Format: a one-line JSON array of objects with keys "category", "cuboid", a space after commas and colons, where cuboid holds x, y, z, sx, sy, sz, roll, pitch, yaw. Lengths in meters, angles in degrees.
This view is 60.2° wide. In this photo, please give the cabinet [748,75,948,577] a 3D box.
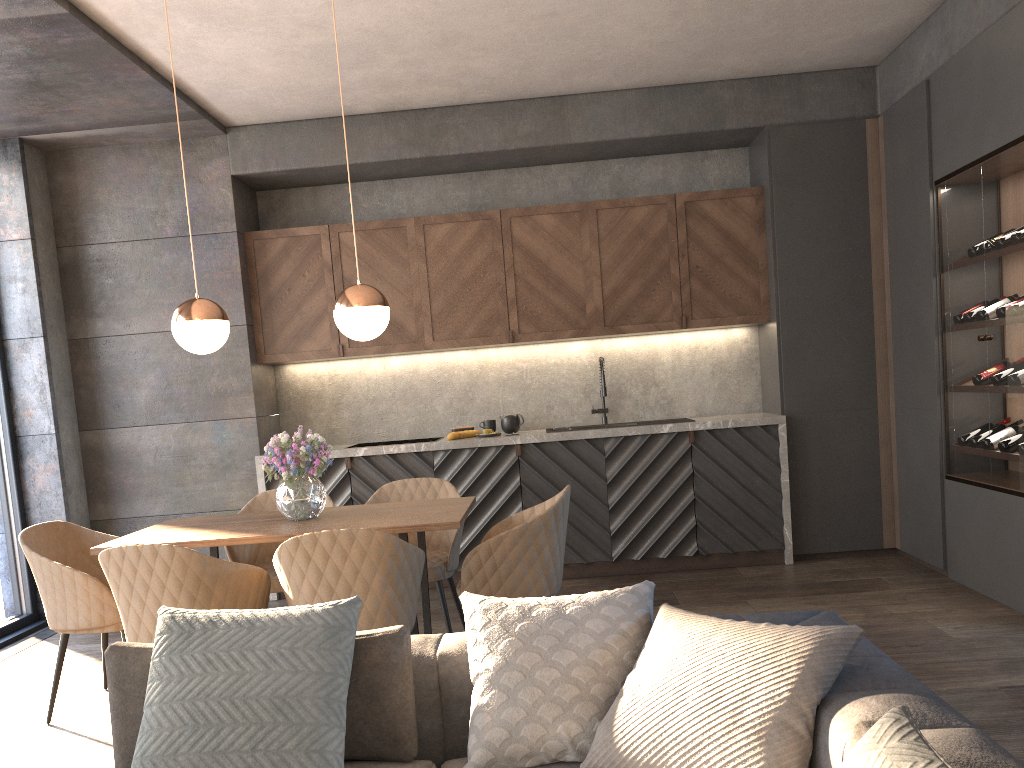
[{"category": "cabinet", "cuboid": [2.276, -0.276, 5.476, 1.187, 2.775, 1.194, -4, 4, 2]}]

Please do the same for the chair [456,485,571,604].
[{"category": "chair", "cuboid": [0.025, 0.867, 3.789, 0.510, 0.842, 0.551, -4, 3, 7]}]

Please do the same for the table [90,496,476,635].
[{"category": "table", "cuboid": [-0.886, 0.974, 3.860, 1.466, 0.775, 0.765, -5, 2, 3]}]

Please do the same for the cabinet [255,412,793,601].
[{"category": "cabinet", "cuboid": [0.079, 0.808, 5.960, 3.392, 0.957, 0.597, -5, 4, 3]}]

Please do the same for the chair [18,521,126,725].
[{"category": "chair", "cuboid": [-1.803, 1.013, 3.900, 0.510, 0.842, 0.551, -4, 3, 7]}]

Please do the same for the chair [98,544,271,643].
[{"category": "chair", "cuboid": [-1.190, 0.963, 3.303, 0.556, 0.842, 0.506, -4, 4, 12]}]

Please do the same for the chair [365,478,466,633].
[{"category": "chair", "cuboid": [-0.482, 0.909, 4.400, 0.555, 0.842, 0.507, -4, 4, 2]}]

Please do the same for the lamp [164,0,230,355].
[{"category": "lamp", "cuboid": [-1.389, -0.900, 3.738, 0.239, 1.555, 0.237, -4, 5, 8]}]

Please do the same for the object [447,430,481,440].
[{"category": "object", "cuboid": [-0.314, 0.338, 5.883, 0.071, 0.055, 0.299, -3, 1, 44]}]

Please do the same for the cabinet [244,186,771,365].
[{"category": "cabinet", "cuboid": [-0.036, -0.701, 5.943, 3.393, 0.872, 0.367, -5, 4, 3]}]

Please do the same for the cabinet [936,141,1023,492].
[{"category": "cabinet", "cuboid": [2.518, -0.301, 4.367, 0.337, 1.596, 0.992, -4, 4, 2]}]

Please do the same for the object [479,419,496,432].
[{"category": "object", "cuboid": [-0.157, 0.297, 6.013, 0.090, 0.104, 0.111, -3, 3, 35]}]

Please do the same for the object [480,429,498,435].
[{"category": "object", "cuboid": [-0.154, 0.321, 5.848, 0.120, 0.045, 0.115, -4, 1, 8]}]

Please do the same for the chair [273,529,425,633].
[{"category": "chair", "cuboid": [-0.581, 0.914, 3.279, 0.555, 0.842, 0.507, -5, 4, -3]}]

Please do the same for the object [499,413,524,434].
[{"category": "object", "cuboid": [-0.006, 0.268, 6.002, 0.135, 0.138, 0.152, -6, 2, -25]}]

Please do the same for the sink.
[{"category": "sink", "cuboid": [0.694, 0.082, 5.909, 0.962, 0.551, 0.458, -4, 3, 3]}]

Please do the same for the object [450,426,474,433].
[{"category": "object", "cuboid": [-0.338, 0.327, 6.029, 0.156, 0.068, 0.116, -5, 1, -13]}]

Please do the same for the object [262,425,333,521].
[{"category": "object", "cuboid": [-0.920, 0.383, 3.837, 0.297, 0.412, 0.328, -6, 3, -27]}]

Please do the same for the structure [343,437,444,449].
[{"category": "structure", "cuboid": [-0.786, 0.404, 5.971, 0.610, 0.017, 0.502, -5, 0, 2]}]

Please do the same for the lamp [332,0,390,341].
[{"category": "lamp", "cuboid": [-0.692, -0.955, 3.706, 0.238, 1.555, 0.238, -6, 5, -22]}]

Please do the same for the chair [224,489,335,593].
[{"category": "chair", "cuboid": [-1.129, 0.961, 4.452, 0.555, 0.842, 0.507, -5, 4, -3]}]

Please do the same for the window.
[{"category": "window", "cuboid": [-3.290, 0.036, 1.880, 0.199, 3.015, 7.232, -4, 1, 2]}]

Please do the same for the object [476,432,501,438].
[{"category": "object", "cuboid": [-0.153, 0.339, 5.850, 0.170, 0.020, 0.169, -5, 0, 28]}]

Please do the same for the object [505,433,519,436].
[{"category": "object", "cuboid": [-0.206, 0.342, 5.893, 0.489, 0.040, 0.283, -5, 0, -2]}]

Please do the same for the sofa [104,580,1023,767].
[{"category": "sofa", "cuboid": [-0.086, 0.895, 1.169, 2.023, 0.789, 2.897, -5, 0, 2]}]
